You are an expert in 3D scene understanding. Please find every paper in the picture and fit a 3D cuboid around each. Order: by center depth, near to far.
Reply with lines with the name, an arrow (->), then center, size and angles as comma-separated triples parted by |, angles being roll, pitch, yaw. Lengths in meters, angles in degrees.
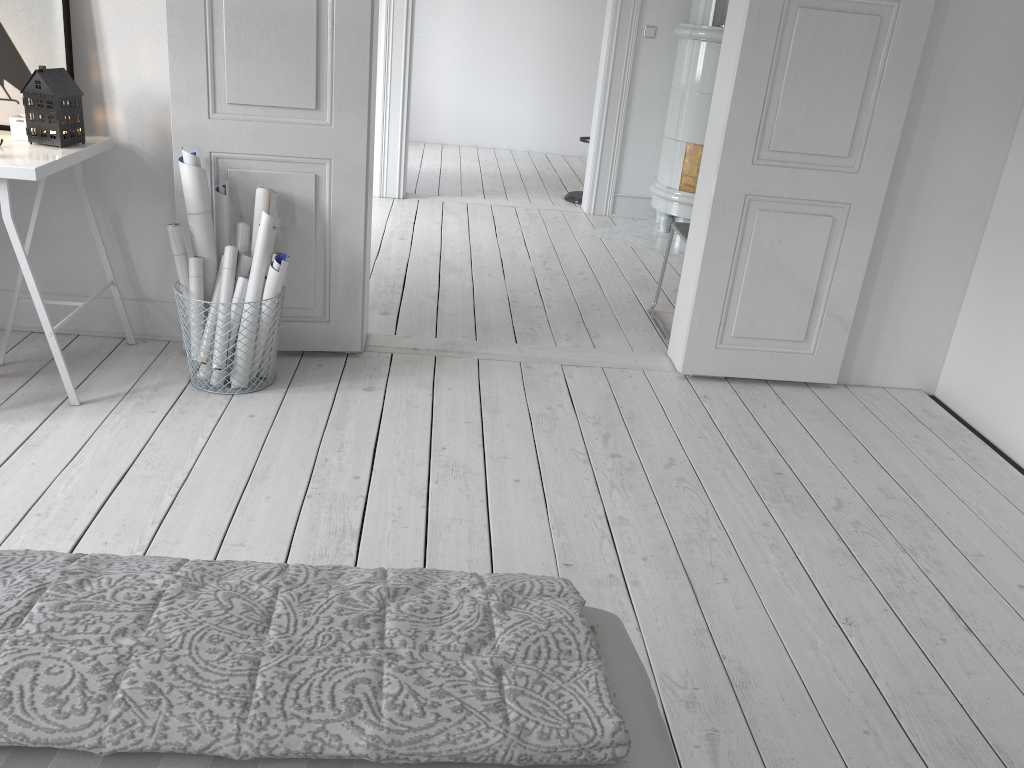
paper -> -1.000, -0.264, 3.097 | 0.049, 0.402, 0.244 | 5, 23, -3
paper -> -1.103, -0.263, 3.104 | 0.047, 0.360, 0.129 | -1, 24, -16
paper -> -0.980, -0.398, 3.107 | 0.431, 0.792, 0.181 | 22, 28, 34
paper -> -1.042, -0.261, 3.126 | 0.047, 0.358, 0.240 | 9, 23, 8
paper -> -1.132, -0.290, 3.133 | 0.166, 0.546, 0.046 | 13, 24, 16
paper -> -0.972, -0.193, 3.142 | 0.078, 0.389, 0.234 | 16, 25, 22
paper -> -1.019, -0.238, 3.153 | 0.054, 0.431, 0.253 | 19, 26, 27
paper -> -0.913, -0.295, 3.180 | 0.060, 0.552, 0.153 | 24, 29, 36
paper -> -0.863, -0.243, 3.192 | 0.123, 0.464, 0.057 | -9, 27, -31
paper -> -0.989, -0.305, 3.214 | 0.047, 0.541, 0.201 | 5, 23, -2
paper -> -0.920, -0.374, 3.226 | 0.073, 0.668, 0.181 | 12, 24, 15

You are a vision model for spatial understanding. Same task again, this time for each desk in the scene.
desk -> -1.981, -0.434, 2.975 | 1.163, 0.775, 0.642 | 4, 23, -5

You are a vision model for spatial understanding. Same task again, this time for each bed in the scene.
bed -> -0.551, 0.626, 0.333 | 1.888, 1.167, 2.179 | 4, 23, -5

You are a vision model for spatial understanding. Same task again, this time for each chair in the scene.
chair -> 1.015, -0.620, 4.116 | 0.562, 0.796, 0.525 | 4, 23, -5

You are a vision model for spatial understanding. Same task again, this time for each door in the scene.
door -> -0.825, -1.201, 3.012 | 0.678, 2.323, 0.034 | 0, 24, -14
door -> 1.133, -1.092, 3.234 | 0.666, 2.323, 0.034 | 4, 23, -5

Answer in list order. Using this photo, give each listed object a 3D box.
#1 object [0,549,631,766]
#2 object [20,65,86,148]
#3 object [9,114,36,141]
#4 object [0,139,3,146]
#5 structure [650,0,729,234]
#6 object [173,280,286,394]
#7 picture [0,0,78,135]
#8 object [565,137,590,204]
object -> -0.595, 0.313, 1.117 | 1.460, 0.104, 0.405 | 4, 23, -5
object -> -1.501, -0.912, 2.904 | 0.135, 0.248, 0.135 | 10, 23, 9
object -> -1.628, -0.857, 2.966 | 0.065, 0.073, 0.078 | 2, 23, -9
object -> -1.673, -0.760, 2.765 | 0.133, 0.047, 0.114 | -1, 24, -17
structure -> 1.464, -2.344, 5.783 | 0.787, 2.739, 0.788 | -3, 25, -21
object -> -1.001, -0.182, 3.167 | 0.374, 0.350, 0.374 | 4, 23, -4
picture -> -1.743, -1.174, 2.991 | 0.493, 0.613, 0.062 | 4, 23, -5
object -> 0.677, -2.196, 6.632 | 0.375, 1.656, 0.375 | 25, 29, 38
